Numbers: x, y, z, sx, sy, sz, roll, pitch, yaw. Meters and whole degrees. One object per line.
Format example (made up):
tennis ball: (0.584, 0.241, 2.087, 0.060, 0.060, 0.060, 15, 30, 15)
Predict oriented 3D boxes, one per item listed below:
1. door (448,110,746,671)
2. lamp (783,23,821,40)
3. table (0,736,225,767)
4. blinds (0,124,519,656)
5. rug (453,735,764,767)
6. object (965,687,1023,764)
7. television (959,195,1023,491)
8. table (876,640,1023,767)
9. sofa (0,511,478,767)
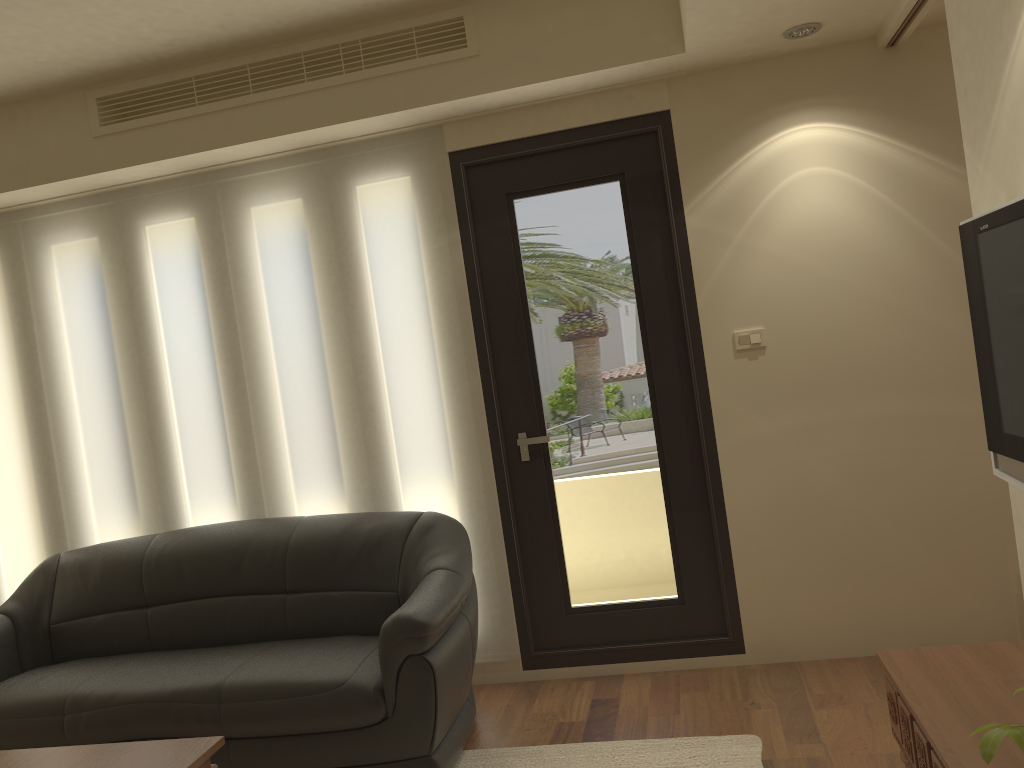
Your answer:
door: (0.377, 0.062, 4.031, 1.011, 2.420, 0.118, -8, 1, 11)
lamp: (1.140, -1.407, 3.490, 0.143, 0.059, 0.143, -8, 1, 17)
table: (-1.493, 1.396, 2.262, 1.213, 0.482, 1.045, -8, 1, 11)
blinds: (-1.519, 0.217, 4.339, 2.830, 2.453, 0.002, -8, 1, 11)
rug: (-1.068, 1.575, 2.368, 3.592, 0.011, 2.482, -8, 1, 11)
object: (1.036, 0.809, 1.262, 0.565, 0.957, 0.528, -9, 1, -36)
television: (1.303, -0.070, 1.962, 0.110, 0.778, 1.377, -8, 1, 11)
table: (1.250, 1.000, 2.015, 0.538, 0.493, 1.009, -8, 1, 11)
sofa: (-1.309, 1.110, 3.746, 2.337, 0.918, 0.944, -8, 1, 11)
